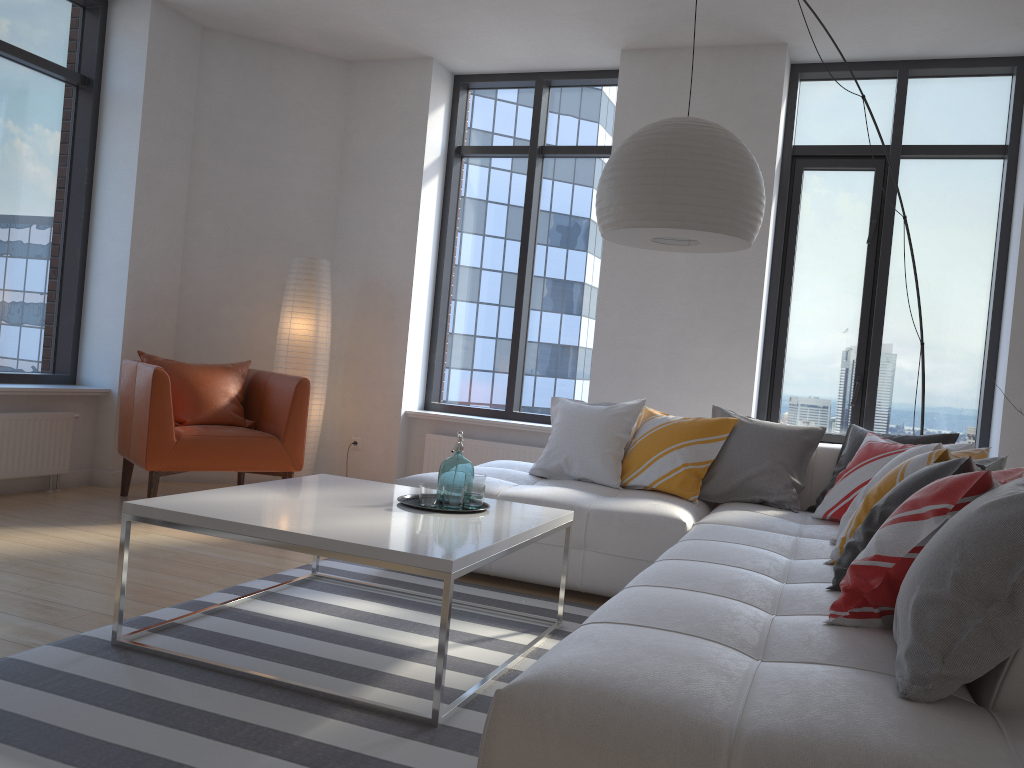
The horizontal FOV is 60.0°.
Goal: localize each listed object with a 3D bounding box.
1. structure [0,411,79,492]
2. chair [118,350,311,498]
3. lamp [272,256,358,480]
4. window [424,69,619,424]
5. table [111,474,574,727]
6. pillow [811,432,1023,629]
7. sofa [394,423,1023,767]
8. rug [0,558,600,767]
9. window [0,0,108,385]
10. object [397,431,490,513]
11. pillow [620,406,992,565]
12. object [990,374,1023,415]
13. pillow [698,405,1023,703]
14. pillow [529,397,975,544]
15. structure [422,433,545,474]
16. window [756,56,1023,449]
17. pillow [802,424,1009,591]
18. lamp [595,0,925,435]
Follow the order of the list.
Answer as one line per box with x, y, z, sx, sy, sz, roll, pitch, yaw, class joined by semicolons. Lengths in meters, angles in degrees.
-2.867;0.381;4.589;0.110;0.460;1.474;6;1;21;structure
-1.765;0.272;5.120;0.896;0.858;0.843;5;1;-37;chair
-1.160;-0.029;5.852;0.804;1.550;0.502;5;1;-19;lamp
0.114;-0.946;6.186;1.310;2.402;0.170;6;1;21;window
-0.488;0.629;2.984;1.091;0.435;1.091;6;1;21;table
1.309;0.415;2.906;0.575;0.449;2.250;6;1;18;pillow
0.491;0.580;3.112;2.614;0.732;3.424;6;1;20;sofa
-0.477;0.857;2.726;1.662;0.016;2.326;6;1;20;rug
-3.040;-1.214;4.649;0.170;2.402;1.960;6;1;21;window
-0.231;0.299;3.143;0.330;0.265;0.330;6;1;45;object
0.988;0.364;3.591;0.630;0.440;2.095;5;1;-22;pillow
2.320;0.234;3.591;0.406;0.744;0.607;5;1;-29;object
0.968;0.353;2.932;0.647;0.453;2.953;5;1;8;pillow
0.826;0.326;3.863;0.580;0.456;2.156;4;1;-44;pillow
-0.118;0.614;5.893;1.015;0.460;0.110;6;1;21;structure
2.258;-0.734;5.379;1.310;2.402;0.170;6;1;21;window
1.418;0.394;3.214;0.608;0.436;2.120;6;1;16;pillow
1.626;-0.290;3.962;3.199;2.647;0.710;5;1;-33;lamp
